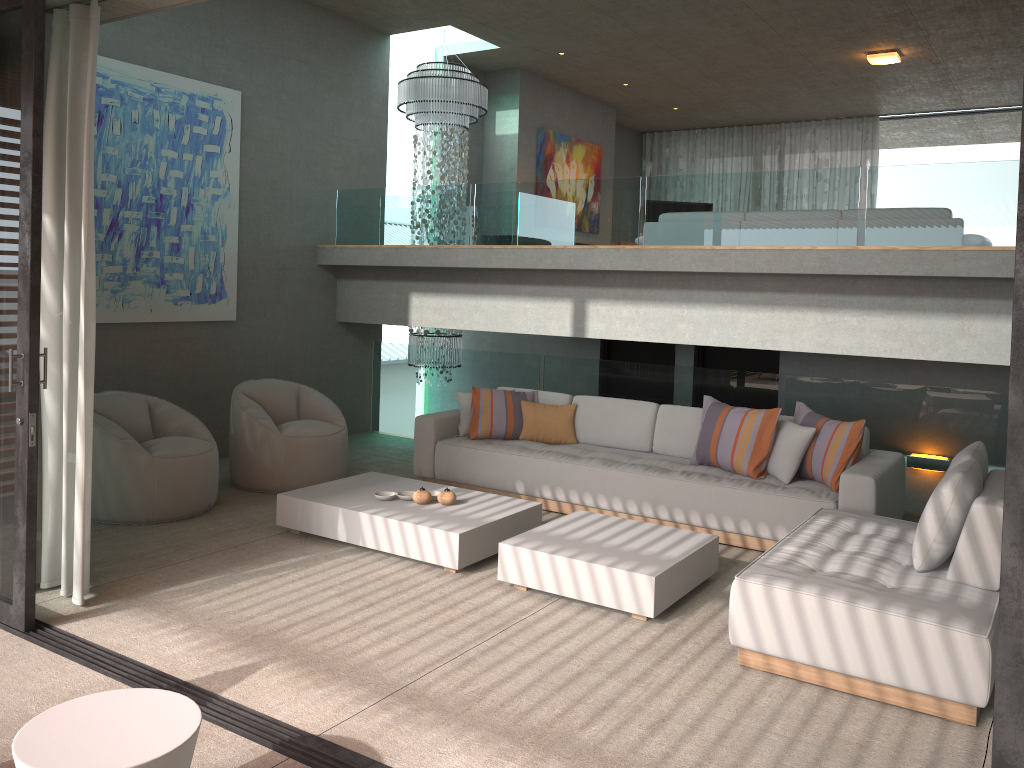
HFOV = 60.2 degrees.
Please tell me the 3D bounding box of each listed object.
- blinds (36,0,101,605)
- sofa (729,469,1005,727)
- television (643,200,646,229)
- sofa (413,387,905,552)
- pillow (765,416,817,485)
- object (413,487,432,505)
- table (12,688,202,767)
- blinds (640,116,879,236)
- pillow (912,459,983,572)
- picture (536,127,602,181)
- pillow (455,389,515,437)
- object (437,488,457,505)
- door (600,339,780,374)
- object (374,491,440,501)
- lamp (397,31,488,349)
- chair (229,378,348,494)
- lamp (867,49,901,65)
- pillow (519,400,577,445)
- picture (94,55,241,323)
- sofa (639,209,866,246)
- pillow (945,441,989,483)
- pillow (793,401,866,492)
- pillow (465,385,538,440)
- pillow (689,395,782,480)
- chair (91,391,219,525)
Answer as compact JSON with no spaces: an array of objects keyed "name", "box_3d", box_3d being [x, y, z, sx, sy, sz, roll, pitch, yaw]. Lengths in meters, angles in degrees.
[{"name":"blinds","box_3d":[-3.009,-0.493,4.937,2.430,2.916,0.223,4,3,32]},{"name":"sofa","box_3d":[1.786,0.831,4.206,1.015,0.730,1.600,5,6,32]},{"name":"television","box_3d":[2.241,-2.164,11.918,0.960,0.582,0.190,1,2,-11]},{"name":"sofa","box_3d":[0.940,0.540,6.496,3.468,0.751,1.051,6,6,33]},{"name":"pillow","box_3d":[1.813,0.424,5.989,0.239,0.404,0.597,1,5,-14]},{"name":"object","box_3d":[-0.559,0.693,5.503,0.120,0.106,0.119,5,5,37]},{"name":"table","box_3d":[-1.111,1.141,2.440,0.475,0.392,0.477,3,5,14]},{"name":"blinds","box_3d":[3.769,-2.746,14.062,3.857,2.722,0.223,5,3,32]},{"name":"pillow","box_3d":[2.031,0.608,4.120,0.266,0.482,0.493,4,4,33]},{"name":"picture","box_3d":[0.795,-2.722,12.011,0.030,1.246,1.755,3,5,32]},{"name":"pillow","box_3d":[-0.203,0.262,7.283,0.618,0.419,0.312,0,4,-21]},{"name":"object","box_3d":[-0.405,0.698,5.502,0.119,0.106,0.120,0,5,-23]},{"name":"door","box_3d":[3.124,0.812,1.529,5.774,4.457,15.401,2,6,5]},{"name":"object","box_3d":[-0.652,0.713,5.602,0.437,0.039,0.155,1,6,-11]},{"name":"lamp","box_3d":[-0.809,-1.959,9.854,1.000,3.929,1.002,2,2,13]},{"name":"chair","box_3d":[-1.781,0.387,7.090,0.922,0.785,0.924,-1,5,-33]},{"name":"lamp","box_3d":[4.096,-3.589,9.726,0.301,0.091,0.301,6,7,32]},{"name":"pillow","box_3d":[0.282,0.308,7.049,0.463,0.324,0.227,1,3,-4]},{"name":"picture","box_3d":[-2.930,-1.530,7.215,0.030,2.043,1.723,3,4,32]},{"name":"sofa","box_3d":[2.799,-1.230,8.578,3.255,0.862,0.976,6,6,33]},{"name":"pillow","box_3d":[2.294,0.561,4.523,0.239,0.496,0.493,3,4,33]},{"name":"pillow","box_3d":[2.058,0.412,5.817,0.279,0.503,0.700,1,5,-14]},{"name":"pillow","box_3d":[-0.074,0.241,7.132,0.655,0.441,0.342,1,4,-14]},{"name":"pillow","box_3d":[1.528,0.372,6.139,0.311,0.493,0.740,0,5,-34]},{"name":"chair","box_3d":[-2.513,0.471,6.122,0.923,0.785,0.924,5,5,36]}]
